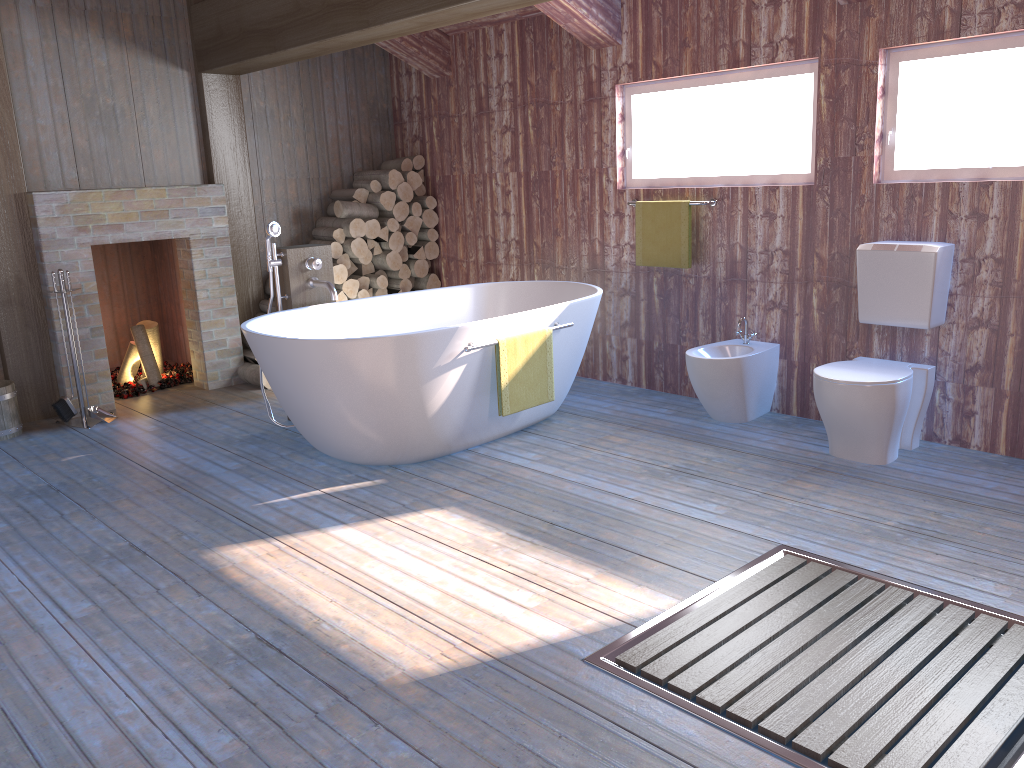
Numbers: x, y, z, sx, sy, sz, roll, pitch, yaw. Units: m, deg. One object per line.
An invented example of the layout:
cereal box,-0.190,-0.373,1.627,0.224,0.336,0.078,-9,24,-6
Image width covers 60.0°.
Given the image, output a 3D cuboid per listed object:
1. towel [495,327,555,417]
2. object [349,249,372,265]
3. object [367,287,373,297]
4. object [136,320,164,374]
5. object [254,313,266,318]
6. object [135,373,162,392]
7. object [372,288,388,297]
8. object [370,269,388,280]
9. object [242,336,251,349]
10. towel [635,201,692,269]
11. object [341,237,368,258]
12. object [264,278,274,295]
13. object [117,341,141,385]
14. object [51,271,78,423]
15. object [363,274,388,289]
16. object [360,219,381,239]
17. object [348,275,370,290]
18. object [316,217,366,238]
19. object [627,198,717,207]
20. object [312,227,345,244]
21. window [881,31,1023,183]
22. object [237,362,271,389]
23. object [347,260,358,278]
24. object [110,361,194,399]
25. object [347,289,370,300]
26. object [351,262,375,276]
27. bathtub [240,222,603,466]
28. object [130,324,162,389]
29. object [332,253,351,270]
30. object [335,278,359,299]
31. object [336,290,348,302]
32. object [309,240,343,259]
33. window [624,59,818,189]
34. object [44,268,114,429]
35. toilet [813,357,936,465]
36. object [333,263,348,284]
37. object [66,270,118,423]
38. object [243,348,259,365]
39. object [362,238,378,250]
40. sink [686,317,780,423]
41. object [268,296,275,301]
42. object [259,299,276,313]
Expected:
towel,0.065,-0.060,4.151,0.032,0.361,0.370,10,18,43
object,-1.117,-0.914,6.283,0.115,0.123,0.291,-14,18,-40
object,-1.113,-0.653,6.347,0.086,0.089,0.279,-15,18,-43
object,-2.500,-0.215,6.137,0.140,0.459,0.266,-9,15,-24
object,-1.587,-0.406,5.939,0.117,0.120,0.370,-15,18,-42
object,-2.429,-0.017,5.938,0.085,0.084,0.278,-2,13,4
object,-1.033,-0.658,6.424,0.111,0.113,0.301,-15,18,-42
object,-1.049,-0.788,6.515,0.289,0.118,0.116,11,19,44
object,-1.702,-0.267,5.952,0.114,0.120,0.303,-14,18,-40
towel,0.832,-0.825,4.888,0.032,0.361,0.370,-14,18,-41
object,-1.193,-0.958,6.206,0.141,0.143,0.437,-15,18,-42
object,-1.502,-0.648,5.991,0.139,0.137,0.455,-15,18,-42
object,-2.575,-0.135,5.994,0.221,0.306,0.121,-6,14,-14
object,-2.537,-0.196,4.929,0.062,0.846,0.136,5,15,28
object,-1.062,-0.744,6.372,0.098,0.100,0.437,-15,18,-42
object,-1.109,-1.103,6.265,0.138,0.147,0.440,-14,18,-40
object,-1.141,-0.721,6.309,0.114,0.120,0.303,-14,18,-40
object,-1.194,-1.094,6.186,0.135,0.145,0.439,-14,18,-40
object,0.854,-0.993,4.869,0.091,0.043,0.581,-14,18,-40
object,-1.266,-1.030,6.137,0.106,0.112,0.282,-14,18,-40
window,2.121,-1.125,3.582,0.054,0.587,1.255,-14,18,-40
object,-1.714,-0.064,5.874,0.141,0.143,0.437,-15,18,-42
object,-1.239,-0.838,6.323,0.128,0.150,0.323,-14,18,-41
object,-2.627,-0.050,6.175,0.935,0.085,0.829,5,15,29
object,-1.177,-0.636,6.281,0.098,0.100,0.437,-15,18,-42
object,-1.131,-0.852,6.426,0.104,0.127,0.321,-14,18,-40
bathtub,-0.366,-0.290,4.492,1.935,1.109,1.460,-8,14,-20
object,-2.425,-0.177,5.898,0.098,0.434,0.283,-15,18,-42
object,-1.256,-0.857,6.182,0.111,0.113,0.301,-15,18,-41
object,-1.253,-0.688,6.226,0.139,0.148,0.458,-14,18,-40
object,-1.344,-0.575,6.175,0.155,0.174,0.483,-15,18,-42
object,-1.291,-0.930,6.112,0.115,0.123,0.291,-14,18,-40
window,1.088,-1.347,4.712,0.054,0.587,1.255,-14,18,-40
object,-2.520,-0.207,5.015,0.276,0.888,0.333,-3,13,0
toilet,1.553,0.126,3.890,0.534,0.400,0.375,-14,18,-40
object,-1.312,-0.775,6.132,0.138,0.147,0.440,-14,18,-40
object,-2.421,-0.210,5.019,0.206,0.871,0.126,-2,13,1
object,-1.739,-0.175,5.937,0.099,0.093,0.280,-14,18,-40
object,-1.070,-1.002,6.315,0.088,0.092,0.280,-14,18,-40
sink,1.107,-0.065,4.521,0.515,0.517,0.335,-14,18,-40
object,-1.492,-0.519,6.010,0.137,0.133,0.437,-15,18,-42
object,-1.602,-0.511,5.981,0.101,0.103,0.242,-14,18,-40
